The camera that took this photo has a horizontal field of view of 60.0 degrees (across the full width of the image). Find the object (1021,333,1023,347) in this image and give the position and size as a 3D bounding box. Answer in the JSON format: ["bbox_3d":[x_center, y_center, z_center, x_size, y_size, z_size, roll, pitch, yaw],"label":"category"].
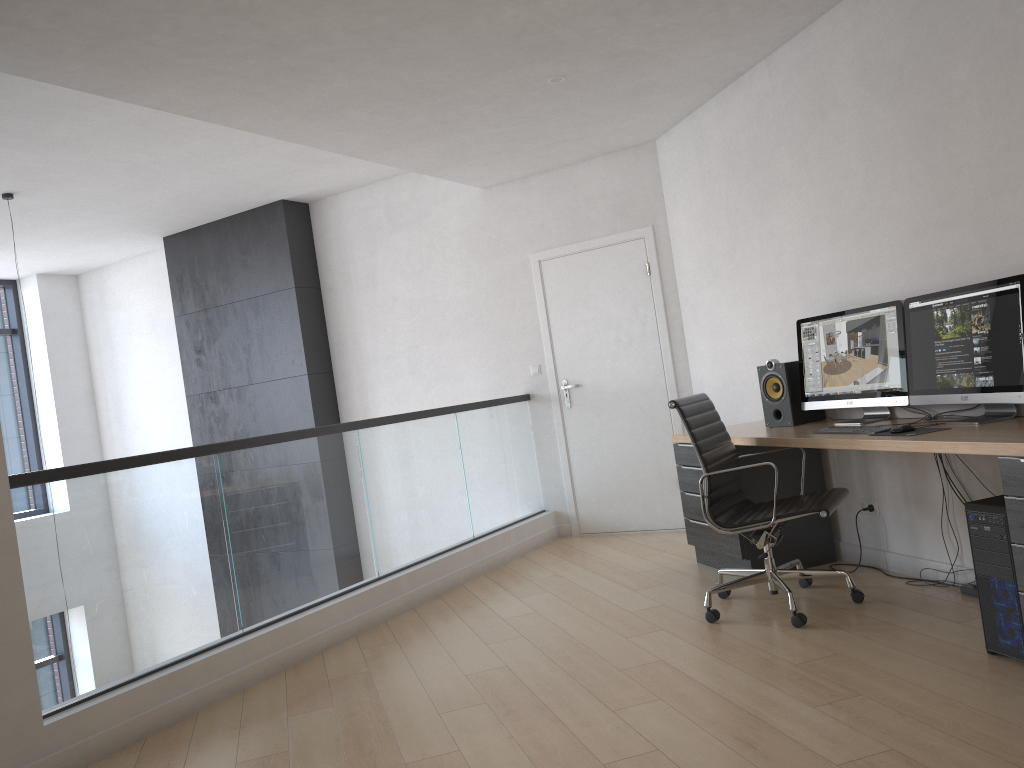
[{"bbox_3d":[1.920,-0.047,3.005,0.249,0.354,0.198,-8,0,0],"label":"object"}]

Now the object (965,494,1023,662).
[{"bbox_3d":[1.833,0.636,3.012,0.474,0.527,0.215,-8,-1,-15],"label":"object"}]

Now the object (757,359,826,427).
[{"bbox_3d":[1.464,0.035,4.663,0.249,0.354,0.198,-8,-1,-30],"label":"object"}]

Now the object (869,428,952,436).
[{"bbox_3d":[1.560,0.188,3.483,0.200,0.002,0.250,-8,-1,-15],"label":"object"}]

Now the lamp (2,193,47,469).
[{"bbox_3d":[-3.173,0.916,6.136,1.000,4.513,1.000,-9,-1,32],"label":"lamp"}]

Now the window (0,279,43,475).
[{"bbox_3d":[-5.279,0.179,8.522,0.170,2.402,1.310,-9,-1,30],"label":"window"}]

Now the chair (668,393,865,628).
[{"bbox_3d":[1.151,0.509,4.014,0.699,0.991,0.664,-9,-1,36],"label":"chair"}]

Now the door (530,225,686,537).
[{"bbox_3d":[0.712,0.019,6.383,0.974,2.136,0.085,-9,-1,30],"label":"door"}]

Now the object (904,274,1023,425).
[{"bbox_3d":[1.816,-0.119,3.497,0.190,0.535,0.716,-8,0,-10],"label":"object"}]

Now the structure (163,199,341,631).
[{"bbox_3d":[-2.116,1.703,7.697,1.500,6.351,0.722,-9,-1,30],"label":"structure"}]
